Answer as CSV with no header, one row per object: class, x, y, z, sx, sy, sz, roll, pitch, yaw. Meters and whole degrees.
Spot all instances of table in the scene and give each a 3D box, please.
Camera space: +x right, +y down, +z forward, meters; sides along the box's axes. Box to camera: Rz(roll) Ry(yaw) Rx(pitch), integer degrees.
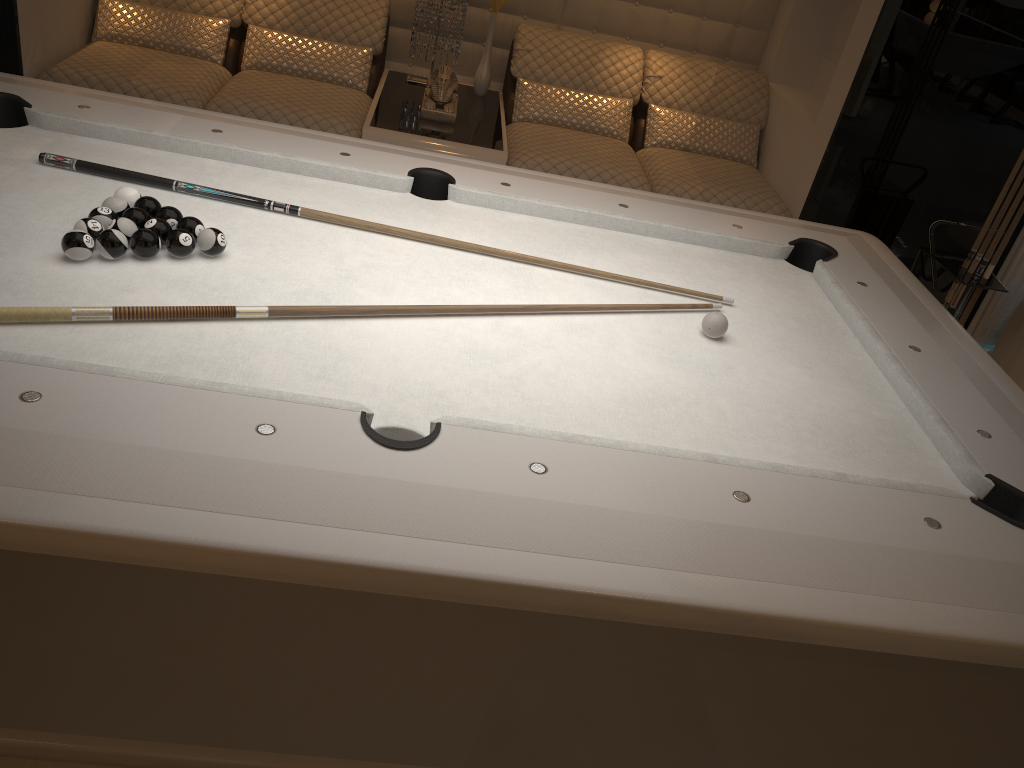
table,-0.374,-1.093,4.220,0.608,0.457,1.143,9,32,-8

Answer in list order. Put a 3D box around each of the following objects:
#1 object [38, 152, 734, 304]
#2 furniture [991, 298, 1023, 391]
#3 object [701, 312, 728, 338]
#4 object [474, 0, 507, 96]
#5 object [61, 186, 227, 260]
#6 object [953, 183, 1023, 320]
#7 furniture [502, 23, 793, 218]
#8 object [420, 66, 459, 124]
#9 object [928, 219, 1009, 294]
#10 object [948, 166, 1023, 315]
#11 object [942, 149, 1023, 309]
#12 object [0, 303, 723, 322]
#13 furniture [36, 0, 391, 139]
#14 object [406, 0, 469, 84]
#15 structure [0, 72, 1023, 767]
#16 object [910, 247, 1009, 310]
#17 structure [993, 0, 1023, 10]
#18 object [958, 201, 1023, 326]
object,-0.267,-0.350,2.030,1.605,0.026,0.028,11,32,-3
furniture,2.512,-0.107,3.833,0.735,0.357,0.735,10,32,-6
object,0.439,-0.128,1.916,0.057,0.057,0.057,-10,39,-33
object,-0.055,-1.710,4.206,0.390,0.718,0.388,4,33,-15
object,-0.751,-0.329,1.788,0.299,0.057,0.265,-6,37,-28
object,1.848,-0.656,3.261,0.026,1.605,0.027,30,35,25
furniture,0.596,-1.102,4.255,1.312,0.810,1.107,9,32,-8
object,-0.312,-1.339,3.991,0.155,0.217,0.344,9,32,-8
object,1.782,-0.498,3.563,0.330,0.297,0.032,9,32,-8
object,1.846,-0.680,3.302,0.026,1.605,0.027,30,35,25
object,1.845,-0.706,3.342,0.026,1.605,0.027,30,35,25
object,-0.249,-0.143,1.709,1.605,0.026,0.028,-3,35,-24
furniture,-1.273,-1.385,4.003,1.312,0.810,1.107,9,32,-8
object,-0.356,-1.705,4.259,0.247,0.522,0.124,9,32,-8
structure,-0.268,0.101,2.031,2.912,0.812,1.659,9,32,-8
object,1.737,-0.241,3.614,0.261,0.508,0.325,9,32,-8
structure,1.985,-1.720,3.227,0.669,0.669,0.048,9,32,-8
object,1.850,-0.629,3.220,0.026,1.605,0.027,30,35,25
